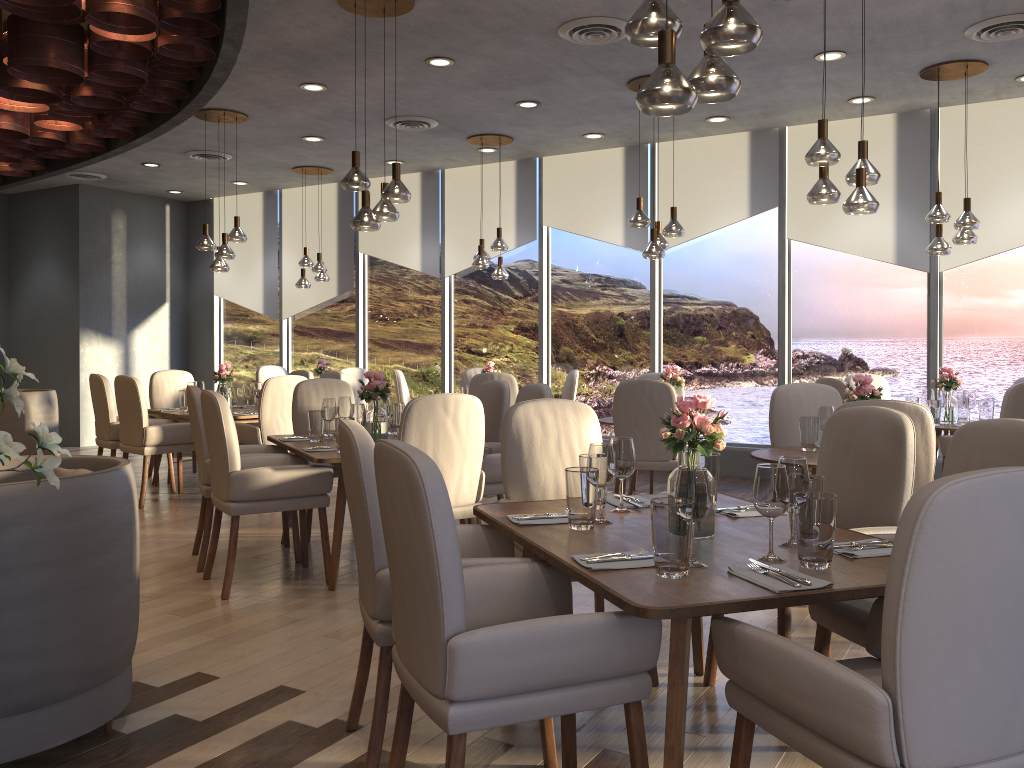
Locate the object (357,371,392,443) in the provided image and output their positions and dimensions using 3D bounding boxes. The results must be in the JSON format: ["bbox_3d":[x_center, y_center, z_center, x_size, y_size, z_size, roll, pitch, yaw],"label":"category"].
[{"bbox_3d":[-0.789,0.129,5.096,0.210,0.415,0.198,0,1,-12],"label":"object"}]

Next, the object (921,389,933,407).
[{"bbox_3d":[3.049,0.157,6.506,0.092,0.244,0.092,0,1,11],"label":"object"}]

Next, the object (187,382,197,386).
[{"bbox_3d":[-2.763,0.107,7.651,0.092,0.244,0.092,0,1,0],"label":"object"}]

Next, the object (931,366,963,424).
[{"bbox_3d":[3.138,0.077,6.381,0.198,0.415,0.210,0,1,-22],"label":"object"}]

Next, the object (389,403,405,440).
[{"bbox_3d":[-0.615,0.224,4.782,0.092,0.244,0.092,0,1,-4],"label":"object"}]

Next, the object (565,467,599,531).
[{"bbox_3d":[0.210,0.344,2.660,0.102,0.178,0.102,0,1,20],"label":"object"}]

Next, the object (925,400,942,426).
[{"bbox_3d":[2.945,0.202,6.193,0.102,0.178,0.102,0,1,3],"label":"object"}]

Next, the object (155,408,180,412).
[{"bbox_3d":[-2.928,0.220,7.629,0.255,0.019,0.157,-2,3,-42],"label":"object"}]

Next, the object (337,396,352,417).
[{"bbox_3d":[-1.019,0.199,5.395,0.092,0.244,0.092,-1,1,-44],"label":"object"}]

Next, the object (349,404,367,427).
[{"bbox_3d":[-0.816,0.228,4.691,0.092,0.244,0.092,0,1,17],"label":"object"}]

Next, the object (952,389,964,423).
[{"bbox_3d":[3.258,0.158,6.473,0.092,0.244,0.092,0,1,33],"label":"object"}]

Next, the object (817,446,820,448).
[{"bbox_3d":[1.735,0.342,4.731,0.157,0.019,0.255,0,2,5],"label":"object"}]

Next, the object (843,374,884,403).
[{"bbox_3d":[1.785,0.154,4.505,0.210,0.415,0.198,0,1,-12],"label":"object"}]

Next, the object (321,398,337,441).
[{"bbox_3d":[-1.074,0.207,5.203,0.092,0.244,0.092,0,1,22],"label":"object"}]

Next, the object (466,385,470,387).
[{"bbox_3d":[-0.395,0.100,8.684,0.102,0.178,0.102,-1,1,-29],"label":"object"}]

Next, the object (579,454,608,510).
[{"bbox_3d":[0.277,0.330,2.995,0.102,0.178,0.102,0,1,11],"label":"object"}]

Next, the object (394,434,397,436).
[{"bbox_3d":[-0.625,0.309,5.454,0.255,0.019,0.157,-1,3,-26],"label":"object"}]

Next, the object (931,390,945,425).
[{"bbox_3d":[3.015,0.166,6.277,0.092,0.244,0.092,0,1,12],"label":"object"}]

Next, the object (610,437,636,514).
[{"bbox_3d":[0.362,0.300,2.926,0.092,0.244,0.092,0,1,33],"label":"object"}]

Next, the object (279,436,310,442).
[{"bbox_3d":[-1.238,0.318,5.230,0.255,0.019,0.157,-1,3,-25],"label":"object"}]

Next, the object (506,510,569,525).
[{"bbox_3d":[0.118,0.418,2.800,0.255,0.019,0.157,-1,2,-16],"label":"object"}]

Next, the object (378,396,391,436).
[{"bbox_3d":[-0.790,0.196,5.475,0.092,0.244,0.092,1,1,44],"label":"object"}]

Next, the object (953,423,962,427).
[{"bbox_3d":[3.153,0.286,6.096,0.157,0.019,0.255,0,2,-9],"label":"object"}]

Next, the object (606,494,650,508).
[{"bbox_3d":[0.418,0.406,3.084,0.157,0.019,0.255,-1,2,-15],"label":"object"}]

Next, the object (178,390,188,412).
[{"bbox_3d":[-2.784,0.144,7.544,0.102,0.178,0.102,0,1,-26],"label":"object"}]

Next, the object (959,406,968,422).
[{"bbox_3d":[3.326,0.187,6.559,0.102,0.178,0.102,1,1,41],"label":"object"}]

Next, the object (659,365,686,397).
[{"bbox_3d":[1.199,0.066,6.636,0.210,0.415,0.198,0,1,3],"label":"object"}]

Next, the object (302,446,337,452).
[{"bbox_3d":[-0.980,0.339,4.718,0.255,0.019,0.157,-1,3,-25],"label":"object"}]

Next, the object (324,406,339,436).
[{"bbox_3d":[-1.114,0.230,5.448,0.102,0.178,0.102,0,1,-18],"label":"object"}]

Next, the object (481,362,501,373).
[{"bbox_3d":[-0.207,-0.009,8.476,0.198,0.415,0.210,0,1,28],"label":"object"}]

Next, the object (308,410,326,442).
[{"bbox_3d":[-1.126,0.244,5.107,0.102,0.178,0.102,0,1,-9],"label":"object"}]

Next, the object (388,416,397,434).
[{"bbox_3d":[-0.741,0.225,5.573,0.102,0.178,0.102,0,1,-10],"label":"object"}]

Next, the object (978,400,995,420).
[{"bbox_3d":[3.301,0.203,6.171,0.102,0.178,0.102,-1,1,-33],"label":"object"}]

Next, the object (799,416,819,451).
[{"bbox_3d":[1.573,0.264,4.693,0.102,0.178,0.102,0,1,11],"label":"object"}]

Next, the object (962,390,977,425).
[{"bbox_3d":[3.222,0.168,6.246,0.092,0.244,0.092,0,1,-29],"label":"object"}]

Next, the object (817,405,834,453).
[{"bbox_3d":[1.631,0.235,4.600,0.092,0.244,0.092,0,1,24],"label":"object"}]

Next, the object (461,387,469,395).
[{"bbox_3d":[-0.424,0.115,8.321,0.102,0.178,0.102,0,1,-9],"label":"object"}]

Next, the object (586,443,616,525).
[{"bbox_3d":[0.276,0.308,2.746,0.092,0.244,0.092,0,1,26],"label":"object"}]

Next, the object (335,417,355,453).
[{"bbox_3d":[-0.867,0.265,4.594,0.102,0.178,0.102,1,1,31],"label":"object"}]

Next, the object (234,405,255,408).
[{"bbox_3d":[-2.407,0.204,8.023,0.255,0.019,0.157,-2,3,-43],"label":"object"}]

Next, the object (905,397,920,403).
[{"bbox_3d":[2.972,0.186,6.583,0.102,0.178,0.102,-1,1,-42],"label":"object"}]

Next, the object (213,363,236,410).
[{"bbox_3d":[-2.470,0.026,7.610,0.198,0.415,0.210,1,1,43],"label":"object"}]
